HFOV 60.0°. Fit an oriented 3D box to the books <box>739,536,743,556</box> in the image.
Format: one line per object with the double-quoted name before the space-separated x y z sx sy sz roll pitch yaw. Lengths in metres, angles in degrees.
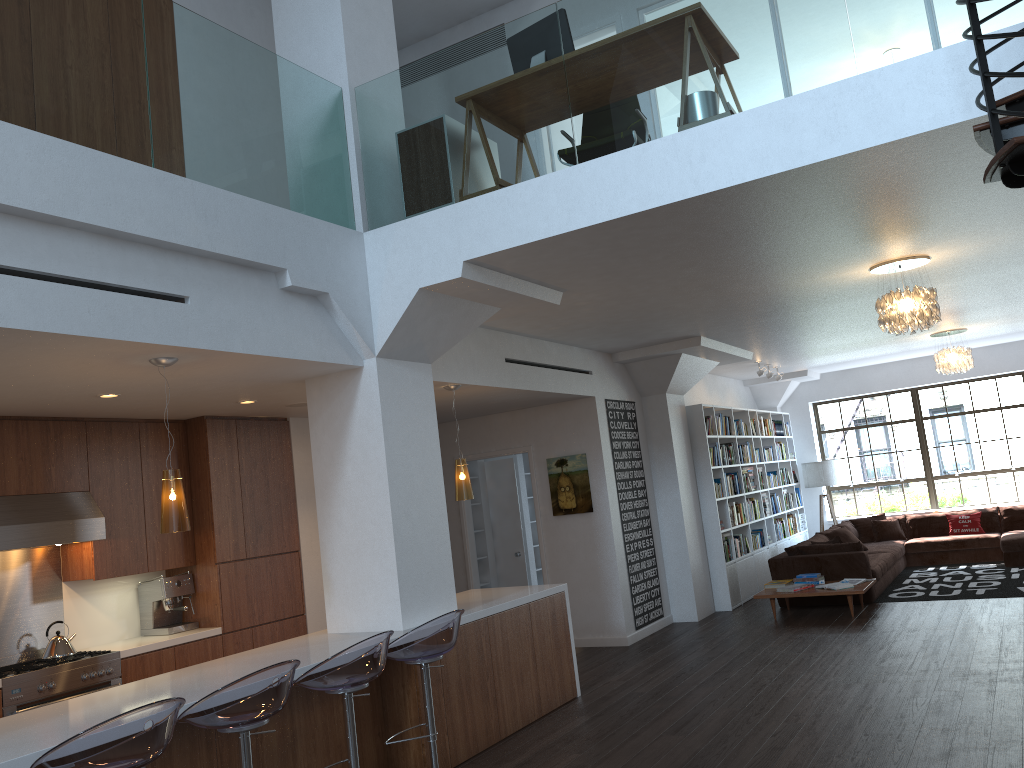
"books" 2.779 2.026 11.071 0.171 0.246 0.039 -11 -8 29

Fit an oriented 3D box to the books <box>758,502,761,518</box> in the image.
"books" 3.274 1.714 12.058 0.174 0.240 0.045 -11 -8 29

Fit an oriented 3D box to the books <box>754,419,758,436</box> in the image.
"books" 3.398 0.630 12.640 0.160 0.251 0.039 -11 -8 29

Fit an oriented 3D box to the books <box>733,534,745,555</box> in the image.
"books" 2.813 2.024 11.143 0.180 0.259 0.042 -11 -8 29

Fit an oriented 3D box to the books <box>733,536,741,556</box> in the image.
"books" 2.738 2.018 11.010 0.183 0.253 0.042 -11 -8 29

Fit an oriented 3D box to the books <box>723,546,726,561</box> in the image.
"books" 2.425 1.988 10.466 0.160 0.251 0.031 -11 -8 29

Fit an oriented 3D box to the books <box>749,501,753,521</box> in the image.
"books" 3.072 1.684 11.697 0.183 0.253 0.034 -11 -8 29

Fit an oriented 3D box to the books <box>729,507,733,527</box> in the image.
"books" 2.590 1.638 10.873 0.189 0.247 0.057 -11 -8 29

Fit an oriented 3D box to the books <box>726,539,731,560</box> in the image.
"books" 2.518 1.996 10.628 0.183 0.253 0.042 -11 -8 29

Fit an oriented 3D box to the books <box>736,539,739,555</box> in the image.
"books" 2.711 2.029 10.946 0.161 0.223 0.033 -11 -8 29

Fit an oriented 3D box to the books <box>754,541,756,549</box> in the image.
"books" 3.129 2.096 11.665 0.128 0.178 0.022 -11 -8 29

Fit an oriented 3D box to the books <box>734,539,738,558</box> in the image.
"books" 2.670 2.024 10.868 0.161 0.223 0.032 -11 -8 29

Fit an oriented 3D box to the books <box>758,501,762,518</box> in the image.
"books" 3.307 1.722 12.116 0.168 0.231 0.037 -11 -8 29

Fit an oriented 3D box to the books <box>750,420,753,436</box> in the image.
"books" 3.254 0.614 12.390 0.183 0.253 0.042 -11 -8 29

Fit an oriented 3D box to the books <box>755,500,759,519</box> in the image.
"books" 3.209 1.696 11.938 0.180 0.259 0.060 -11 -8 29

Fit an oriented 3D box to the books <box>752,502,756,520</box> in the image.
"books" 3.147 1.700 11.833 0.174 0.240 0.045 -11 -8 29

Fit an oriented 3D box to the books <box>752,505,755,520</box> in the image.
"books" 3.113 1.692 11.764 0.171 0.246 0.057 -11 -8 29

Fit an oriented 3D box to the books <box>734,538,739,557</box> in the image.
"books" 2.683 2.024 10.912 0.176 0.231 0.053 -11 -8 29

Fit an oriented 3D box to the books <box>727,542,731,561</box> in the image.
"books" 2.513 2.007 10.587 0.161 0.223 0.032 -11 -8 29

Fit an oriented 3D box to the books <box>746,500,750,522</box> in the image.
"books" 2.986 1.662 11.570 0.198 0.284 0.066 -11 -8 29

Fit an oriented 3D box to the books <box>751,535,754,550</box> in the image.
"books" 3.066 2.080 11.555 0.136 0.196 0.045 -11 -8 29

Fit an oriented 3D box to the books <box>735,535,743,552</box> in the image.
"books" 2.795 2.026 11.106 0.160 0.251 0.039 -11 -8 29

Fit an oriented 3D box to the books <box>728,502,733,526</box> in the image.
"books" 2.628 1.612 10.911 0.140 0.298 0.044 -11 -8 29

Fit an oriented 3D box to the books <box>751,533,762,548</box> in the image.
"books" 3.250 2.100 11.863 0.139 0.191 0.036 -11 -8 29

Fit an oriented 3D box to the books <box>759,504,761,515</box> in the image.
"books" 3.302 1.722 12.083 0.161 0.223 0.026 -11 -8 29

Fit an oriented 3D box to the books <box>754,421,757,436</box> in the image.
"books" 3.387 0.641 12.605 0.161 0.223 0.032 -11 -8 29

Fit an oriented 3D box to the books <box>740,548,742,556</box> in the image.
"books" 2.760 2.035 11.039 0.161 0.223 0.033 -11 -8 29

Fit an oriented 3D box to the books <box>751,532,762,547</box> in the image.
"books" 3.261 2.097 11.894 0.146 0.202 0.027 -11 -8 29

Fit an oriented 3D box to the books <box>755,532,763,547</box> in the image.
"books" 3.282 2.097 11.914 0.146 0.202 0.027 -11 -8 29

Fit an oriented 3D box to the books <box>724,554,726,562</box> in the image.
"books" 2.395 1.970 10.438 0.198 0.284 0.049 -11 -8 29

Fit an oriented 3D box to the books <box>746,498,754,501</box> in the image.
"books" 3.182 1.679 11.899 0.176 0.290 0.036 -11 -8 29

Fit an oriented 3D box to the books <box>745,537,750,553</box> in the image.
"books" 2.907 2.045 11.291 0.174 0.236 0.142 -11 -8 29

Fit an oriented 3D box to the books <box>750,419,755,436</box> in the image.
"books" 3.298 0.628 12.465 0.174 0.236 0.136 -11 -8 29

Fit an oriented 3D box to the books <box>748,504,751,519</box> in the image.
"books" 3.040 1.693 11.620 0.161 0.223 0.026 -11 -8 29

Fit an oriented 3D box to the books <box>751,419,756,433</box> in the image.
"books" 3.362 0.628 12.584 0.160 0.251 0.031 -11 -8 29

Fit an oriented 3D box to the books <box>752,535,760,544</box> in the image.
"books" 3.239 2.105 11.836 0.128 0.178 0.021 -11 -8 29

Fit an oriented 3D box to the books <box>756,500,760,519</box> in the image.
"books" 3.254 1.705 12.025 0.183 0.253 0.034 -11 -8 29

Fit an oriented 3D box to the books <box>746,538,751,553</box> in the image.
"books" 2.943 2.061 11.335 0.161 0.207 0.135 -11 -8 29

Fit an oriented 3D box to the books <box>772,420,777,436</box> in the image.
"books" 3.956 0.690 13.632 0.183 0.253 0.042 -11 -8 29

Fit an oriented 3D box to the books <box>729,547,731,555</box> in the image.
"books" 2.540 2.013 10.657 0.161 0.223 0.033 -11 -8 29

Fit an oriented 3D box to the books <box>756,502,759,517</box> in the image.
"books" 3.234 1.702 11.973 0.160 0.250 0.026 -11 -8 29

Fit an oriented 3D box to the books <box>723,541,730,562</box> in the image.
"books" 2.471 1.995 10.525 0.174 0.240 0.054 -11 -8 29

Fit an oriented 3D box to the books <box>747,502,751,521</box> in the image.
"books" 3.023 1.679 11.601 0.160 0.250 0.026 -11 -8 29

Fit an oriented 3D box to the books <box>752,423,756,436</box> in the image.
"books" 3.334 0.644 12.506 0.161 0.207 0.130 -11 -8 29

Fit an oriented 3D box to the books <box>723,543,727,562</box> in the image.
"books" 2.449 2.001 10.487 0.161 0.223 0.032 -11 -8 29

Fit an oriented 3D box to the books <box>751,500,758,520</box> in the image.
"books" 3.175 1.693 11.863 0.183 0.253 0.034 -11 -8 29

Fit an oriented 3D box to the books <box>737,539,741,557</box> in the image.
"books" 2.732 2.039 10.970 0.161 0.223 0.030 -11 -8 29

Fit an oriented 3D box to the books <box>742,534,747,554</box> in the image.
"books" 2.861 2.031 11.214 0.183 0.253 0.042 -11 -8 29

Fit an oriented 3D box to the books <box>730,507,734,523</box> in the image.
"books" 2.658 1.649 10.996 0.159 0.241 0.038 -11 -8 29

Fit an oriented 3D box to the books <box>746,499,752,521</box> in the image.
"books" 3.048 1.664 11.662 0.176 0.290 0.053 -11 -8 29

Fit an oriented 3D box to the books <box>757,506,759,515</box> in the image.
"books" 3.248 1.717 11.994 0.161 0.223 0.027 -11 -8 29

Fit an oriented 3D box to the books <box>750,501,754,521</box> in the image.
"books" 3.092 1.685 11.724 0.183 0.253 0.034 -11 -8 29

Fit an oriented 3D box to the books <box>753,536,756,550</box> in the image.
"books" 3.115 2.091 11.644 0.134 0.184 0.030 -11 -8 29

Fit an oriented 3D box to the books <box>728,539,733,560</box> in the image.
"books" 2.560 2.001 10.699 0.180 0.251 0.048 -11 -8 29

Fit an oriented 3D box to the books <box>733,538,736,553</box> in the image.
"books" 2.645 2.011 10.848 0.160 0.251 0.031 -11 -8 29

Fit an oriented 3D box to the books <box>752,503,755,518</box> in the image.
"books" 3.137 1.705 11.798 0.161 0.223 0.027 -11 -8 29
